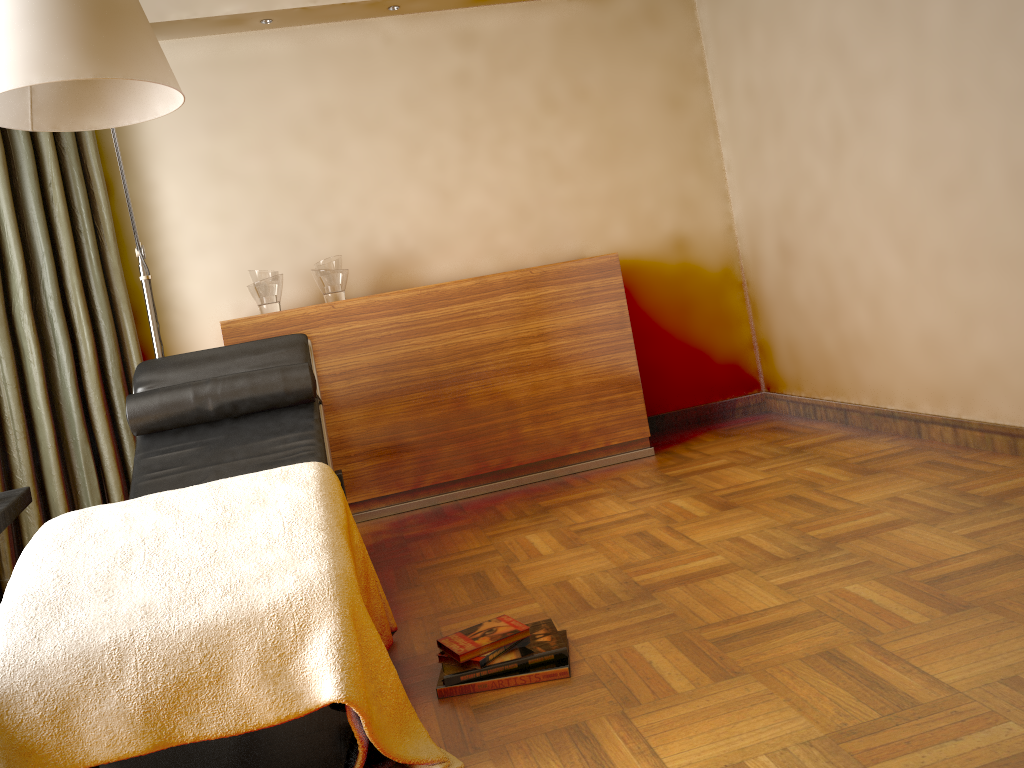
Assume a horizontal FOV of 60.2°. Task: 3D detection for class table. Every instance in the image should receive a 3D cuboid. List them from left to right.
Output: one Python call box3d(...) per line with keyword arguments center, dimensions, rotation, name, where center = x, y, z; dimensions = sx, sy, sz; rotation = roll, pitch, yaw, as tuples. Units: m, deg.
box3d(center=(-1.455, 0.358, 2.076), dimensions=(0.520, 0.045, 0.498), rotation=(-12, 6, -20), name="table")

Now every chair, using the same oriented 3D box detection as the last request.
box3d(center=(-0.765, 0.307, 2.312), dimensions=(0.638, 0.795, 1.790), rotation=(-11, 5, -11), name="chair")

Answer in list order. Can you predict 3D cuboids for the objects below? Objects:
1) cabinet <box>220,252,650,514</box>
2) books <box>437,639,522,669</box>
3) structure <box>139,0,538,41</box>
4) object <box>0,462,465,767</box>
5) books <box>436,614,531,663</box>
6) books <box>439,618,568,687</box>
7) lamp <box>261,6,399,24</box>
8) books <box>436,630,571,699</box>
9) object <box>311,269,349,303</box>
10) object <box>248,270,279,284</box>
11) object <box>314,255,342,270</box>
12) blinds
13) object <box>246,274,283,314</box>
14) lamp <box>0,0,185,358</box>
box3d(center=(-0.313, 0.003, 3.855), dimensions=(1.679, 0.861, 0.415), rotation=(-11, 2, -12), name="cabinet")
box3d(center=(-0.063, 0.574, 1.943), dimensions=(0.123, 0.018, 0.174), rotation=(-6, 7, 37), name="books")
box3d(center=(-0.738, -1.722, 3.950), dimensions=(2.186, 0.130, 0.274), rotation=(-11, 5, -12), name="structure")
box3d(center=(-0.643, 0.489, 1.794), dimensions=(0.920, 0.519, 0.909), rotation=(-11, 5, -11), name="object")
box3d(center=(-0.062, 0.556, 1.936), dimensions=(0.174, 0.018, 0.123), rotation=(-13, 6, -27), name="books")
box3d(center=(-0.024, 0.586, 1.941), dimensions=(0.265, 0.020, 0.189), rotation=(-11, 6, -8), name="books")
box3d(center=(-1.067, -1.600, 3.866), dimensions=(1.161, 0.028, 0.050), rotation=(-11, 5, -12), name="lamp")
box3d(center=(-0.015, 0.607, 1.925), dimensions=(0.280, 0.022, 0.201), rotation=(-10, 6, 2), name="books")
box3d(center=(-0.758, -0.421, 3.727), dimensions=(0.156, 0.154, 0.155), rotation=(-11, 3, -21), name="object")
box3d(center=(-1.023, -0.407, 3.669), dimensions=(0.123, 0.149, 0.122), rotation=(-12, 3, -30), name="object")
box3d(center=(-0.765, -0.459, 3.726), dimensions=(0.123, 0.149, 0.122), rotation=(-12, 3, -32), name="object")
box3d(center=(-2.041, -0.390, 3.006), dimensions=(0.223, 2.448, 1.546), rotation=(-10, 2, 33), name="blinds")
box3d(center=(-1.016, -0.369, 3.670), dimensions=(0.154, 0.154, 0.157), rotation=(-8, 4, 35), name="object")
box3d(center=(-0.996, -0.226, 2.564), dimensions=(0.453, 1.963, 1.416), rotation=(-10, 2, -8), name="lamp")
